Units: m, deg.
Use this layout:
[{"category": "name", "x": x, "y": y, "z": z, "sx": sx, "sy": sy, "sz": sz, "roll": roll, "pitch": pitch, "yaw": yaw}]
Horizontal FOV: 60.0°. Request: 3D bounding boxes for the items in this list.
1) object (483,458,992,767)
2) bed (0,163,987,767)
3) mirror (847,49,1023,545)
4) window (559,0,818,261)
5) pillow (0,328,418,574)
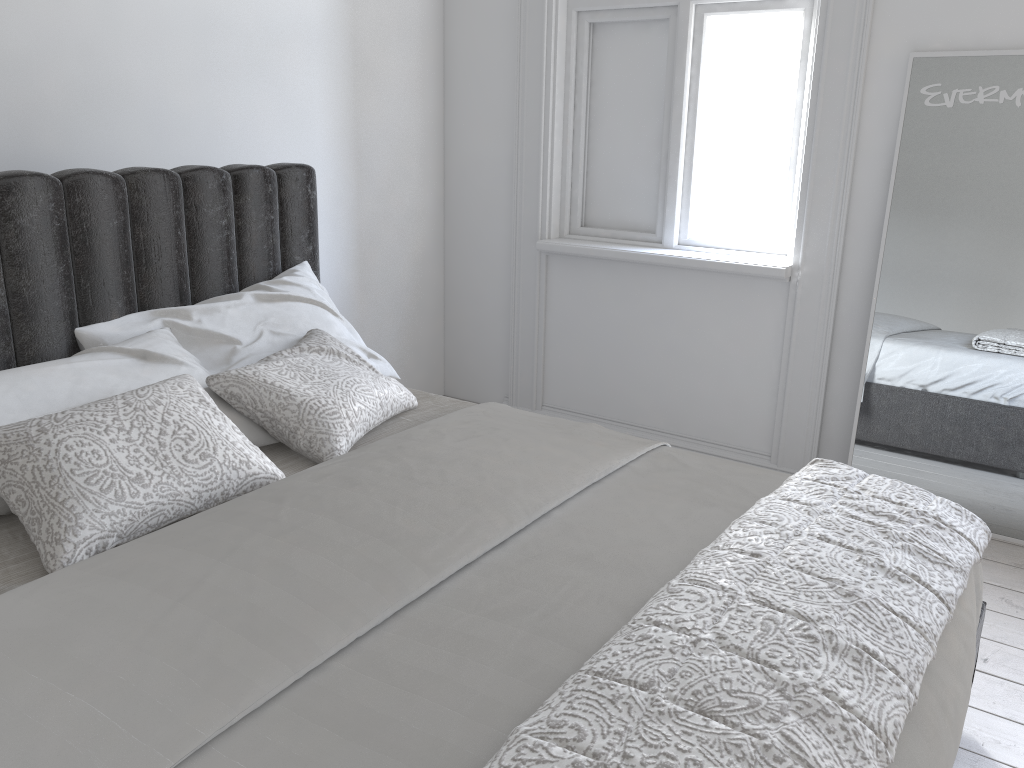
[{"category": "object", "x": 0.406, "y": 0.385, "z": 1.331, "sx": 0.405, "sy": 0.104, "sz": 1.461, "roll": 12, "pitch": 19, "yaw": 33}, {"category": "bed", "x": -0.283, "y": 0.213, "z": 1.788, "sx": 2.177, "sy": 1.167, "sz": 1.889, "roll": 12, "pitch": 19, "yaw": 33}, {"category": "mirror", "x": 1.536, "y": -0.271, "z": 2.900, "sx": 0.669, "sy": 1.553, "sz": 0.145, "roll": 12, "pitch": 19, "yaw": 33}, {"category": "window", "x": 0.676, "y": -1.287, "z": 3.450, "sx": 1.047, "sy": 1.535, "sz": 0.079, "roll": 12, "pitch": 19, "yaw": 33}, {"category": "pillow", "x": -0.617, "y": 0.082, "z": 2.032, "sx": 0.415, "sy": 0.225, "sz": 1.147, "roll": 9, "pitch": 18, "yaw": 26}]
